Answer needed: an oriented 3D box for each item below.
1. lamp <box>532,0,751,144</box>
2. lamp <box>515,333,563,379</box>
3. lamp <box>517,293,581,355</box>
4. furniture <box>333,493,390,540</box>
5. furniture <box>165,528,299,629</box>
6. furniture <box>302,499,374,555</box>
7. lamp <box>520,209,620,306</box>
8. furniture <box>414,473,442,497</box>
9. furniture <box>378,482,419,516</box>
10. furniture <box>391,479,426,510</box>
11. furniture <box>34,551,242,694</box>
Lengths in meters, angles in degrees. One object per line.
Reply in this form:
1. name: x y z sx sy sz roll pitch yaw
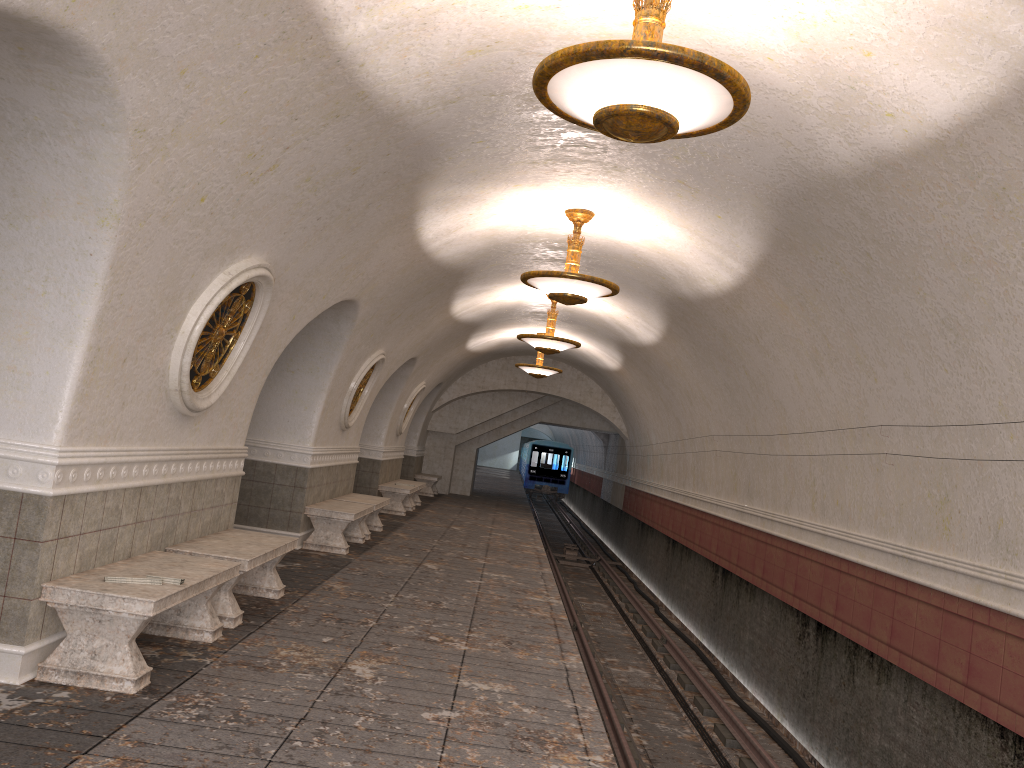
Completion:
1. lamp: 0.630 -1.602 4.145 1.008 0.955 1.008 9 -4 -15
2. lamp: 0.597 -0.581 18.597 1.008 0.955 1.008 12 -6 -44
3. lamp: 0.608 -0.922 13.779 1.008 0.955 1.008 7 -4 16
4. furniture: -2.233 1.940 13.081 0.613 0.508 1.509 8 -4 0
5. furniture: -2.219 1.516 7.075 0.613 0.508 1.509 8 -4 0
6. furniture: -2.229 1.821 11.403 0.613 0.508 1.509 8 -4 0
7. lamp: 0.619 -1.262 8.963 1.008 0.955 1.008 7 -4 16
8. furniture: -2.257 2.685 23.638 0.613 0.508 1.509 8 -4 0
9. furniture: -2.243 2.241 17.351 0.613 0.508 1.509 8 -4 0
10. furniture: -2.246 2.360 19.028 0.613 0.508 1.509 8 -4 0
11. furniture: -2.215 1.397 5.397 0.613 0.508 1.509 8 -4 0
